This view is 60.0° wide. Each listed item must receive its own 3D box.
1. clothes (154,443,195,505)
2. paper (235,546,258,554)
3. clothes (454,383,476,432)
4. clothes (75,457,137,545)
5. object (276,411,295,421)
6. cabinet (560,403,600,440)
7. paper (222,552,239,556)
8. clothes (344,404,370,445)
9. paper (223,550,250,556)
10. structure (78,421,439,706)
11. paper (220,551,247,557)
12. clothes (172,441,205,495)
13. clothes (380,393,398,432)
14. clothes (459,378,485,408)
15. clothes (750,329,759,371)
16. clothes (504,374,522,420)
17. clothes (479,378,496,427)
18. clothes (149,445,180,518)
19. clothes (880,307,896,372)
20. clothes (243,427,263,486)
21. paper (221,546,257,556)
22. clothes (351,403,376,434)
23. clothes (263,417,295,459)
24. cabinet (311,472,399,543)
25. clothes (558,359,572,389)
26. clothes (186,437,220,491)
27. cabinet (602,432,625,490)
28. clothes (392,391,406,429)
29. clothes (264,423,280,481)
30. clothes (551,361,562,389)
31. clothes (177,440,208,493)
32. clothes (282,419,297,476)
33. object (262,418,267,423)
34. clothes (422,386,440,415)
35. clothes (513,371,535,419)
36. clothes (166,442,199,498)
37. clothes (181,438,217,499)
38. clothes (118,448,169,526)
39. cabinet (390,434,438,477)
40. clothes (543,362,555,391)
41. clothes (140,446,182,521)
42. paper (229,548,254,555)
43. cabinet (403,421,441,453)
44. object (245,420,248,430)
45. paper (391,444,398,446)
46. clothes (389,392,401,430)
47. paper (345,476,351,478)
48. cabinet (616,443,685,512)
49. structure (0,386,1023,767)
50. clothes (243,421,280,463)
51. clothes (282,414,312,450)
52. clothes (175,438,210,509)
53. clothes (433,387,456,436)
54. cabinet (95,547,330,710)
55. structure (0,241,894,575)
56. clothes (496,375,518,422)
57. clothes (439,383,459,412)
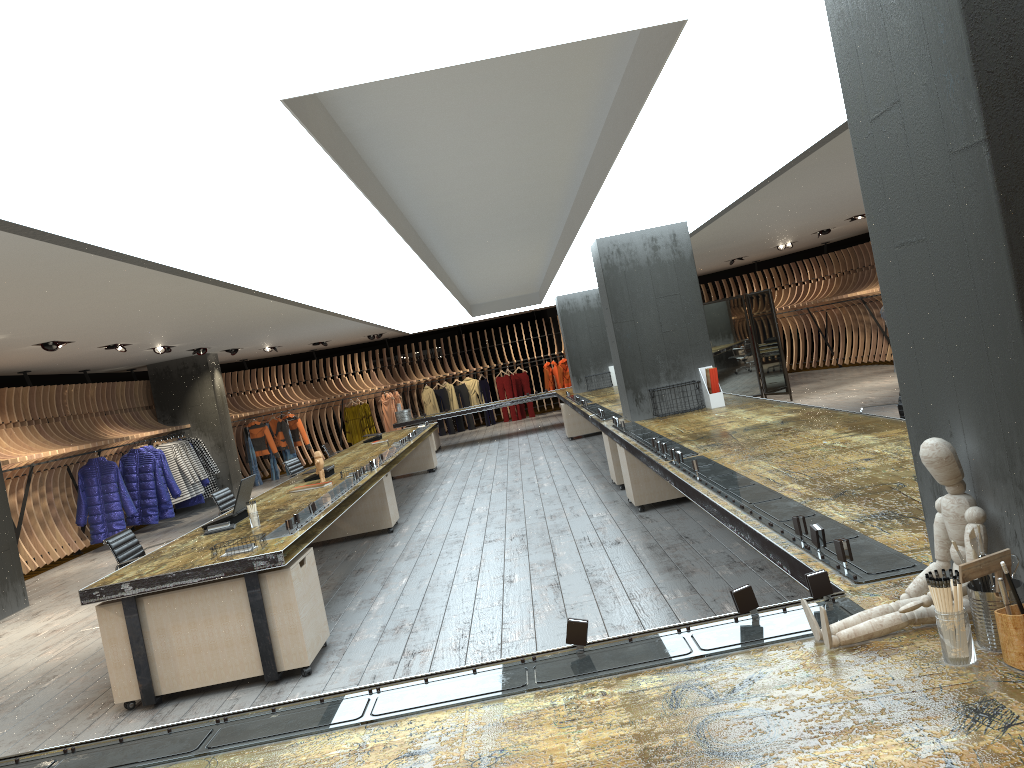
[{"bbox_3d":[-5.752,1.515,14.938,0.752,1.062,0.128,-11,0,-2],"label":"clothes"},{"bbox_3d":[-1.597,0.981,5.203,0.176,0.004,0.130,-11,1,9],"label":"paper"},{"bbox_3d":[-1.286,0.661,23.018,0.538,1.352,0.088,-11,1,25],"label":"clothes"},{"bbox_3d":[-5.891,1.669,12.727,0.885,1.238,0.245,-11,0,-3],"label":"clothes"},{"bbox_3d":[-5.177,0.732,19.945,0.550,0.243,0.023,-12,1,-23],"label":"object"},{"bbox_3d":[1.475,0.558,15.560,1.131,0.630,0.593,-11,1,0],"label":"cabinet"},{"bbox_3d":[-1.597,0.979,5.203,0.176,0.004,0.130,-11,1,5],"label":"paper"},{"bbox_3d":[-3.783,1.022,21.568,0.664,1.044,0.169,-11,1,31],"label":"clothes"},{"bbox_3d":[-1.597,0.979,5.203,0.176,0.004,0.130,-11,1,5],"label":"paper"},{"bbox_3d":[-1.788,1.231,10.166,1.162,0.844,10.454,-11,1,0],"label":"structure"},{"bbox_3d":[-1.610,0.985,5.198,0.176,0.003,0.130,-11,1,-1],"label":"paper"},{"bbox_3d":[-5.752,1.502,15.436,0.752,1.062,0.128,-11,0,-2],"label":"clothes"},{"bbox_3d":[-3.065,0.800,22.180,0.446,1.156,0.125,-11,1,35],"label":"clothes"},{"bbox_3d":[-1.070,0.282,23.097,0.704,0.889,0.250,-11,1,21],"label":"clothes"},{"bbox_3d":[5.689,-0.828,20.794,0.444,1.129,0.126,-11,1,-28],"label":"clothes"},{"bbox_3d":[0.033,0.399,23.287,0.093,1.337,0.551,-11,1,-30],"label":"clothes"},{"bbox_3d":[-0.645,0.527,23.195,0.087,1.352,0.540,-11,1,25],"label":"clothes"},{"bbox_3d":[-5.892,1.626,14.439,0.885,1.238,0.245,-11,0,-3],"label":"clothes"},{"bbox_3d":[7.101,-0.827,15.991,0.676,1.434,0.204,-11,1,15],"label":"clothes"},{"bbox_3d":[-5.503,1.608,18.861,0.200,1.421,0.308,-11,1,-23],"label":"clothes"},{"bbox_3d":[-1.597,0.978,5.203,0.176,0.004,0.130,-11,1,6],"label":"paper"},{"bbox_3d":[-3.654,0.993,21.695,0.664,1.044,0.169,-11,1,31],"label":"clothes"},{"bbox_3d":[-5.217,1.174,19.660,0.838,0.881,0.201,-11,1,20],"label":"clothes"},{"bbox_3d":[-1.867,1.368,9.672,1.131,0.630,0.593,-11,1,0],"label":"cabinet"},{"bbox_3d":[1.404,-0.225,23.242,0.200,0.881,0.841,-11,1,30],"label":"clothes"},{"bbox_3d":[-5.735,1.537,16.167,0.799,1.185,0.191,-11,0,1],"label":"clothes"},{"bbox_3d":[1.600,0.688,9.504,1.131,0.630,0.593,-11,1,0],"label":"cabinet"},{"bbox_3d":[-2.832,0.750,22.330,0.125,1.156,0.446,-12,1,-35],"label":"clothes"},{"bbox_3d":[-5.284,1.551,19.412,0.200,1.421,0.309,-11,1,-8],"label":"clothes"},{"bbox_3d":[1.203,-0.187,23.312,0.200,0.881,0.840,-11,1,5],"label":"clothes"},{"bbox_3d":[-5.752,1.498,15.615,0.752,1.062,0.128,-11,0,-2],"label":"clothes"},{"bbox_3d":[-5.034,1.488,19.949,0.309,1.421,0.200,-11,1,-28],"label":"clothes"},{"bbox_3d":[-5.433,0.796,19.413,0.023,0.243,0.549,-11,1,-3],"label":"object"},{"bbox_3d":[-2.112,0.499,22.727,0.250,0.889,0.703,-12,1,-39],"label":"clothes"},{"bbox_3d":[0.317,0.342,23.303,0.551,1.337,0.093,-11,1,40],"label":"clothes"},{"bbox_3d":[-5.752,1.509,15.174,0.752,1.062,0.128,-11,0,-2],"label":"clothes"},{"bbox_3d":[-5.726,1.540,15.979,0.807,1.187,0.192,-11,0,1],"label":"clothes"},{"bbox_3d":[-5.969,1.656,14.119,0.880,1.260,0.242,-11,0,-3],"label":"clothes"},{"bbox_3d":[-1.873,1.237,14.879,1.131,0.630,0.593,-11,1,0],"label":"cabinet"},{"bbox_3d":[0.975,-0.141,23.278,0.200,0.881,0.840,-11,1,15],"label":"clothes"},{"bbox_3d":[-5.815,1.613,14.260,0.884,1.246,0.249,-11,1,-3],"label":"clothes"},{"bbox_3d":[-1.597,0.980,5.203,0.176,0.004,0.130,-11,1,4],"label":"paper"},{"bbox_3d":[-1.873,1.143,18.580,0.593,0.630,1.132,-11,1,0],"label":"cabinet"},{"bbox_3d":[-5.650,0.853,18.849,0.023,0.243,0.549,-11,1,-18],"label":"object"},{"bbox_3d":[-1.515,0.799,11.791,0.176,0.003,0.130,-11,1,-1],"label":"paper"},{"bbox_3d":[-2.971,0.780,22.246,0.125,1.156,0.446,-11,1,-30],"label":"clothes"},{"bbox_3d":[-1.515,0.880,8.572,0.176,0.003,0.130,-11,1,-1],"label":"paper"},{"bbox_3d":[1.601,0.722,8.151,1.131,0.630,0.593,-11,1,0],"label":"cabinet"},{"bbox_3d":[0.014,0.880,9.950,4.836,0.844,18.480,-11,1,0],"label":"structure"},{"bbox_3d":[-5.492,1.238,19.169,0.839,0.881,0.201,-11,1,15],"label":"clothes"},{"bbox_3d":[-4.985,1.112,20.185,0.838,0.881,0.201,-11,1,30],"label":"clothes"},{"bbox_3d":[-5.866,1.586,15.821,0.885,1.238,0.245,-11,0,-3],"label":"clothes"},{"bbox_3d":[-1.764,0.760,22.848,0.538,1.352,0.088,-11,1,35],"label":"clothes"},{"bbox_3d":[-1.755,1.456,5.334,1.131,0.630,0.593,-11,1,0],"label":"cabinet"},{"bbox_3d":[0.492,0.008,5.872,14.882,2.439,36.563,-11,1,0],"label":"structure"},{"bbox_3d":[-0.129,0.431,23.272,0.093,1.337,0.551,-12,1,-45],"label":"clothes"},{"bbox_3d":[-1.635,0.400,22.935,0.703,0.889,0.250,-10,1,41],"label":"clothes"}]
